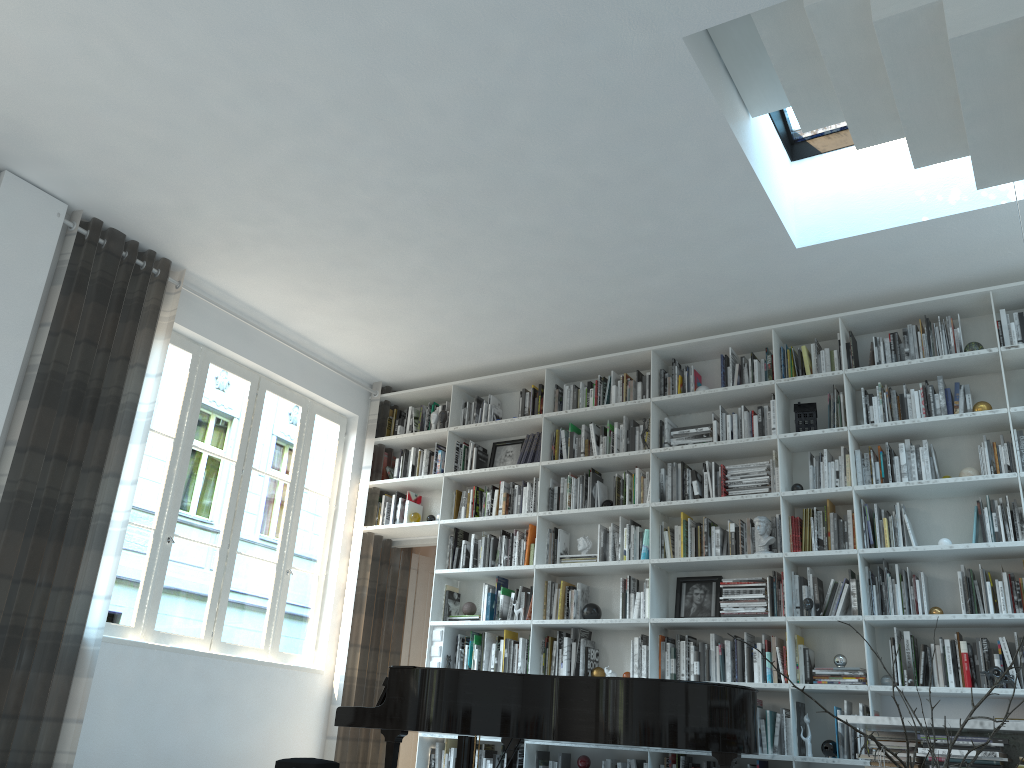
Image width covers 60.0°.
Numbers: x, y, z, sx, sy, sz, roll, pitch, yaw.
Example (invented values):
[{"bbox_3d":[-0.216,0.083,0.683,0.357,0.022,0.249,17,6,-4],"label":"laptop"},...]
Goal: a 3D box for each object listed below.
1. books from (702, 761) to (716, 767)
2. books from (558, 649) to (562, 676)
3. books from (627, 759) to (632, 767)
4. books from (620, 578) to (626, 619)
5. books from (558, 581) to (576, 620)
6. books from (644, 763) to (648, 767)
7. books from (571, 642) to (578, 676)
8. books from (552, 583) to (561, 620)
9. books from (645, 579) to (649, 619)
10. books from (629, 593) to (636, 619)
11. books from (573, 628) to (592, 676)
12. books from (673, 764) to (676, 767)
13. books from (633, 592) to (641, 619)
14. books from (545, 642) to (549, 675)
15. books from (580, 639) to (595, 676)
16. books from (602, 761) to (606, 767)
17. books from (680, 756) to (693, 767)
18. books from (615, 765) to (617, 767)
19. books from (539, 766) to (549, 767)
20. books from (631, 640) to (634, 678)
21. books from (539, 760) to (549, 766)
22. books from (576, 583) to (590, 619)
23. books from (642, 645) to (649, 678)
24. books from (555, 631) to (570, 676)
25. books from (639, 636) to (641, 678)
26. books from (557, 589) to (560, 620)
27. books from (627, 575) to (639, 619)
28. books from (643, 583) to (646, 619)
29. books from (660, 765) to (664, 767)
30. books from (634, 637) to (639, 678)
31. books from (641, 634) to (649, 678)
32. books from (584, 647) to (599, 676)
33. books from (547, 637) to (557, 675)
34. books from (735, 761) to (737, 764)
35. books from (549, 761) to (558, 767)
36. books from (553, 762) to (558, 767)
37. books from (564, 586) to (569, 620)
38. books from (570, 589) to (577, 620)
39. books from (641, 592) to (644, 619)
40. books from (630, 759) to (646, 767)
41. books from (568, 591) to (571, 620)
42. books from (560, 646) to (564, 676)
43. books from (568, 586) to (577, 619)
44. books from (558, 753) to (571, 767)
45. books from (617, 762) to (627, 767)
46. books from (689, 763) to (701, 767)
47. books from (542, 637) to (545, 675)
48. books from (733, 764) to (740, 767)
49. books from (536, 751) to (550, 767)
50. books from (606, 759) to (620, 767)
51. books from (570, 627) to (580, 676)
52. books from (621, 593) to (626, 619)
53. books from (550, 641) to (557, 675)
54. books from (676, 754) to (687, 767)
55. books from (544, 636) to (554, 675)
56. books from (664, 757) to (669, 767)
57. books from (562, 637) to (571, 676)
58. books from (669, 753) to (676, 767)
[{"bbox_3d":[1.150,2.355,5.164,0.026,0.293,0.155,-9,-25,30],"label":"books"},{"bbox_3d":[0.355,1.872,5.893,0.024,0.195,0.157,-9,-25,30],"label":"books"},{"bbox_3d":[0.739,2.424,5.377,0.012,0.273,0.181,-9,-25,30],"label":"books"},{"bbox_3d":[0.750,1.432,5.833,0.012,0.284,0.160,-9,-25,30],"label":"books"},{"bbox_3d":[0.372,1.491,6.027,0.026,0.273,0.190,-9,-25,30],"label":"books"},{"bbox_3d":[0.836,2.413,5.313,0.024,0.259,0.190,-9,-25,30],"label":"books"},{"bbox_3d":[0.436,1.842,5.865,0.029,0.240,0.136,-9,-25,30],"label":"books"},{"bbox_3d":[0.332,1.511,6.067,0.036,0.262,0.167,-9,-25,30],"label":"books"},{"bbox_3d":[0.910,1.410,5.732,0.027,0.268,0.179,-9,-25,30],"label":"books"},{"bbox_3d":[0.811,1.473,5.787,0.030,0.182,0.155,-9,-25,30],"label":"books"},{"bbox_3d":[0.464,1.790,5.849,0.050,0.326,0.167,-9,-25,30],"label":"books"},{"bbox_3d":[0.991,2.397,5.254,0.025,0.262,0.145,-9,-25,30],"label":"books"},{"bbox_3d":[0.841,1.458,5.755,0.057,0.188,0.156,-9,-25,30],"label":"books"},{"bbox_3d":[0.273,1.864,5.945,0.030,0.238,0.157,-9,-25,30],"label":"books"},{"bbox_3d":[0.494,1.815,5.816,0.027,0.260,0.164,-9,-25,30],"label":"books"},{"bbox_3d":[0.594,2.461,5.465,0.012,0.253,0.161,-9,-25,30],"label":"books"},{"bbox_3d":[1.023,2.366,5.235,0.034,0.310,0.170,-9,-25,30],"label":"books"},{"bbox_3d":[0.670,2.462,5.433,0.028,0.237,0.136,-9,-25,30],"label":"books"},{"bbox_3d":[0.217,2.558,5.690,0.025,0.197,0.160,-9,-25,30],"label":"books"},{"bbox_3d":[0.795,1.774,5.656,0.012,0.253,0.161,-9,-25,30],"label":"books"},{"bbox_3d":[0.205,2.547,5.708,0.012,0.229,0.138,-9,-25,30],"label":"books"},{"bbox_3d":[0.479,1.489,5.994,0.028,0.265,0.145,-9,-25,30],"label":"books"},{"bbox_3d":[0.863,1.774,5.600,0.029,0.220,0.153,-9,-25,30],"label":"books"},{"bbox_3d":[0.340,1.819,5.920,0.014,0.312,0.166,-9,-25,30],"label":"books"},{"bbox_3d":[0.843,1.757,5.637,0.010,0.276,0.156,-9,-25,30],"label":"books"},{"bbox_3d":[0.359,1.524,6.048,0.025,0.227,0.153,-9,-25,30],"label":"books"},{"bbox_3d":[0.793,1.420,5.814,0.012,0.297,0.166,-9,-25,30],"label":"books"},{"bbox_3d":[0.889,1.422,5.732,0.012,0.243,0.171,-9,-25,30],"label":"books"},{"bbox_3d":[0.927,2.402,5.268,0.026,0.255,0.184,-9,-25,30],"label":"books"},{"bbox_3d":[0.819,1.758,5.634,0.027,0.268,0.159,-9,-25,30],"label":"books"},{"bbox_3d":[0.851,1.748,5.631,0.014,0.289,0.132,-9,-25,30],"label":"books"},{"bbox_3d":[0.522,1.839,5.807,0.023,0.211,0.160,-9,-25,30],"label":"books"},{"bbox_3d":[0.288,1.843,5.934,0.012,0.271,0.182,-9,-25,30],"label":"books"},{"bbox_3d":[1.260,2.310,5.089,0.014,0.334,0.183,-9,-25,30],"label":"books"},{"bbox_3d":[0.279,2.527,5.650,0.023,0.230,0.165,-9,-25,30],"label":"books"},{"bbox_3d":[0.304,2.529,5.644,0.027,0.226,0.140,-9,-25,30],"label":"books"},{"bbox_3d":[0.399,1.510,6.028,0.014,0.243,0.153,-9,-25,30],"label":"books"},{"bbox_3d":[0.446,1.511,5.987,0.028,0.215,0.175,-9,-25,30],"label":"books"},{"bbox_3d":[0.878,1.454,5.739,0.024,0.187,0.173,-9,-25,30],"label":"books"},{"bbox_3d":[0.783,2.422,5.366,0.074,0.274,0.181,-9,-25,30],"label":"books"},{"bbox_3d":[0.431,1.519,5.998,0.011,0.207,0.180,-9,-25,30],"label":"books"},{"bbox_3d":[0.373,1.858,5.882,0.021,0.214,0.172,-9,-25,30],"label":"books"},{"bbox_3d":[0.426,1.511,6.031,0.028,0.246,0.143,-9,-25,30],"label":"books"},{"bbox_3d":[0.329,2.500,5.641,0.027,0.281,0.130,-9,-25,30],"label":"books"},{"bbox_3d":[0.702,2.445,5.405,0.063,0.252,0.178,-9,-25,30],"label":"books"},{"bbox_3d":[1.077,2.378,5.209,0.012,0.275,0.155,-9,-25,30],"label":"books"},{"bbox_3d":[0.251,1.857,5.979,0.013,0.274,0.147,-9,-25,30],"label":"books"},{"bbox_3d":[1.272,2.330,5.075,0.014,0.287,0.185,-9,-25,30],"label":"books"},{"bbox_3d":[0.195,2.522,5.722,0.012,0.284,0.160,-9,-25,30],"label":"books"},{"bbox_3d":[0.621,2.458,5.468,0.031,0.264,0.145,-9,-25,30],"label":"books"},{"bbox_3d":[0.426,1.803,5.900,0.013,0.337,0.138,-9,-25,30],"label":"books"},{"bbox_3d":[0.760,1.473,5.802,0.025,0.185,0.154,-9,-25,30],"label":"books"},{"bbox_3d":[0.315,1.853,5.923,0.042,0.247,0.163,-9,-25,30],"label":"books"},{"bbox_3d":[1.003,2.357,5.250,0.012,0.336,0.144,-9,-25,30],"label":"books"},{"bbox_3d":[0.258,1.848,5.966,0.013,0.282,0.147,-9,-25,30],"label":"books"},{"bbox_3d":[0.945,2.379,5.266,0.014,0.299,0.185,-9,-25,30],"label":"books"},{"bbox_3d":[0.394,1.829,5.877,0.027,0.268,0.185,-9,-25,30],"label":"books"},{"bbox_3d":[0.967,2.365,5.280,0.014,0.338,0.140,-9,-25,30],"label":"books"}]
